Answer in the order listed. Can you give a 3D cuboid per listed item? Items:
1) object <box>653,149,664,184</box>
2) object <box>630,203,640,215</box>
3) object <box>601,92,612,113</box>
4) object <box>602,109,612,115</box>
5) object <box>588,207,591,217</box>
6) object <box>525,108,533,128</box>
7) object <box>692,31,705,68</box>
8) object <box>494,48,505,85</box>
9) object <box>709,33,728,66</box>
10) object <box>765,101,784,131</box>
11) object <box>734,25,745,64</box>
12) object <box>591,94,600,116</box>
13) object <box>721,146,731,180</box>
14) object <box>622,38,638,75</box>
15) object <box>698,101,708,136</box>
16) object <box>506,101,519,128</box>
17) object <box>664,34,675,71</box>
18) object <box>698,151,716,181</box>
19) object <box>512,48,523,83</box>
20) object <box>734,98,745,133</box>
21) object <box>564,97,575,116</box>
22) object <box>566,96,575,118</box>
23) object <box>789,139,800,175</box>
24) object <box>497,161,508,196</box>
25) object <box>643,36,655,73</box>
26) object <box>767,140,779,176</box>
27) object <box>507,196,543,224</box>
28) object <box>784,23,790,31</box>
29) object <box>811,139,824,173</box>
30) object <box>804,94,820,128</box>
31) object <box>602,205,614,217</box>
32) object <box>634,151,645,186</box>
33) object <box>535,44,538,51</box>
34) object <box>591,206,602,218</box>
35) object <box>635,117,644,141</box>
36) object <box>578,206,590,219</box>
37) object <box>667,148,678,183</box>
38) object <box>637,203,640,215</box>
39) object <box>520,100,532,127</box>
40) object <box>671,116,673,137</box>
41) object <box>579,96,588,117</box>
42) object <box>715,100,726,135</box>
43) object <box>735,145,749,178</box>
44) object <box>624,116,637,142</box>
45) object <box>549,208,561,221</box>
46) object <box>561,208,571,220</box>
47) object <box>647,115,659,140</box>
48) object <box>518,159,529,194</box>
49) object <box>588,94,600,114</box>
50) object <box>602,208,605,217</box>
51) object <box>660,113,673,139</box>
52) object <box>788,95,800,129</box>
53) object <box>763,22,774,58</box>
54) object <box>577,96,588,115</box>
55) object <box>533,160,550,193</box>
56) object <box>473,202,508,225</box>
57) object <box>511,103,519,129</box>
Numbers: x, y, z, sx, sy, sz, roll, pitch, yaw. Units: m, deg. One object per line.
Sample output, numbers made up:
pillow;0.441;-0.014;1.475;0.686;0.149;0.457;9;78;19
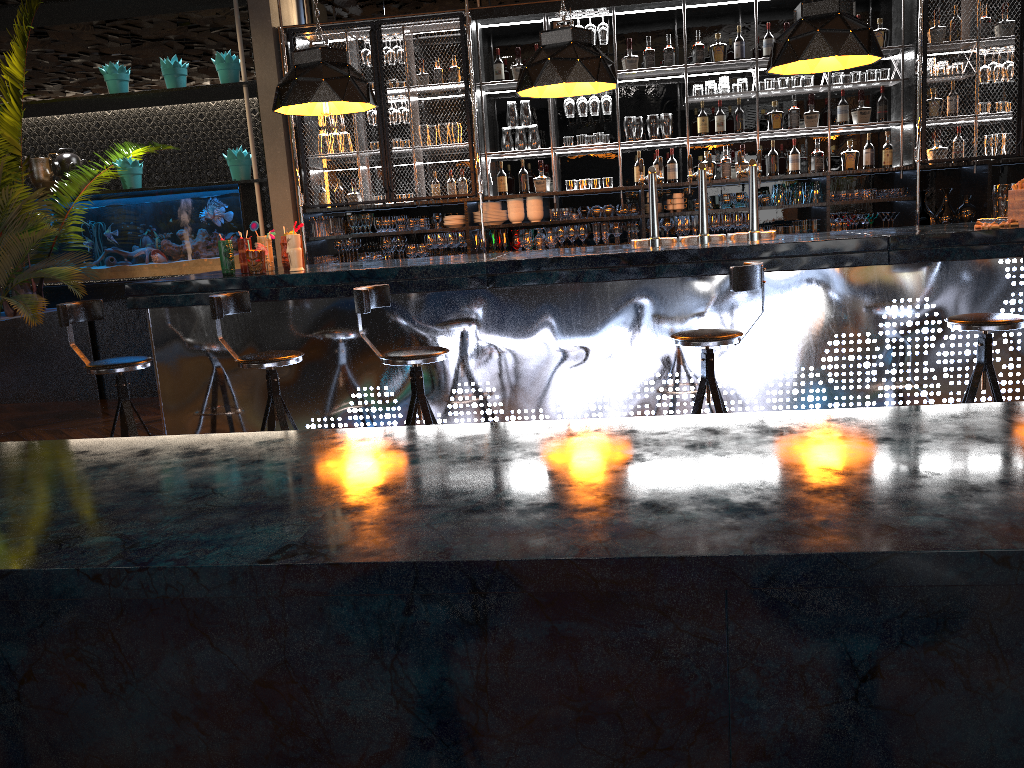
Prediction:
object;1.247;-1.852;7.577;0.086;0.298;0.086;-11;13;-33
object;1.030;-1.477;7.502;0.095;0.096;0.095;2;12;31
object;0.786;-2.396;7.401;0.092;0.244;0.092;-10;12;-31
object;0.805;-2.427;7.561;0.092;0.244;0.092;-10;12;-31
object;0.630;-1.487;7.697;0.109;0.100;0.109;-6;11;-9
object;0.124;-2.332;7.676;0.105;0.209;0.105;-12;13;-37
object;1.542;-2.770;7.334;0.083;0.282;0.083;-5;11;-8
object;-0.113;-2.709;7.571;0.086;0.298;0.086;-11;13;-33
object;1.702;-2.760;7.316;0.151;0.248;0.094;-2;11;11
object;2.183;-2.220;7.364;0.151;0.248;0.094;-5;10;-4
object;1.872;-2.795;7.304;0.086;0.298;0.086;-11;13;-33
object;0.702;-2.423;7.574;0.092;0.244;0.092;-10;12;-31
object;1.803;-1.863;7.478;0.083;0.282;0.083;-3;11;7
object;0.985;-2.736;7.407;0.123;0.279;0.123;-5;10;-4
object;1.601;-2.219;7.439;0.086;0.299;0.086;-11;13;-33
object;0.001;-2.308;7.592;0.105;0.209;0.105;-12;13;-37
object;1.306;-2.753;7.365;0.083;0.282;0.083;0;11;22
object;1.651;-1.838;7.500;0.151;0.248;0.094;-5;10;-4
object;0.060;-2.698;7.507;0.123;0.279;0.123;-5;10;-4
object;1.895;-2.233;7.399;0.086;0.297;0.086;-11;13;-33
object;0.476;-2.382;7.440;0.092;0.244;0.092;-10;12;-31
object;0.495;-2.413;7.600;0.092;0.244;0.092;-10;12;-31
object;2.362;-1.897;7.414;0.086;0.298;0.086;-11;13;-33
object;-0.087;-1.785;7.720;0.086;0.299;0.086;-11;13;-33
object;1.141;-2.746;7.385;0.083;0.282;0.083;-5;11;-8
object;2.179;-1.883;7.405;0.086;0.297;0.086;5;14;40
object;0.114;-1.496;7.615;0.309;0.216;0.149;-3;10;5
object;2.242;-2.797;7.233;0.123;0.279;0.123;-5;10;-4
object;2.543;-1.896;7.385;0.083;0.282;0.083;-5;11;-8
object;2.470;-2.246;7.312;0.123;0.279;0.123;0;11;21
object;0.812;-1.457;7.467;0.093;0.099;0.093;1;12;26
object;1.088;-1.839;7.573;0.086;0.299;0.086;-11;13;-33
object;0.215;-2.719;7.502;0.086;0.299;0.086;-11;13;-33
object;0.717;-1.461;7.526;0.093;0.099;0.093;1;11;24
object;1.071;-2.163;7.560;0.105;0.209;0.105;-12;13;-37
object;0.612;-1.457;7.543;0.109;0.100;0.109;-6;11;-9
object;1.362;-1.852;7.540;0.086;0.298;0.086;-11;13;-33
object;1.047;-1.497;7.605;0.095;0.096;0.095;-13;14;-41
object;0.118;-2.315;7.587;0.105;0.209;0.105;-12;13;-37
object;1.317;-2.173;7.525;0.105;0.209;0.105;-12;13;-37
object;0.604;-2.418;7.587;0.092;0.244;0.092;-10;12;-31
object;1.748;-2.232;7.446;0.086;0.298;0.086;-11;13;-33
object;1.939;-1.864;7.448;0.123;0.279;0.123;0;11;21
object;0.995;-2.138;7.456;0.105;0.209;0.105;-12;13;-37
object;0.367;-1.434;7.514;0.100;0.100;0.089;-2;11;12
object;0.455;-1.449;7.558;0.089;0.100;0.100;6;14;43
object;1.188;-2.152;7.458;0.105;0.209;0.105;-12;13;-37
object;0.099;-1.789;7.666;0.086;0.297;0.086;5;14;40
object;0.684;-2.392;7.414;0.092;0.244;0.092;-10;12;-31
object;0.820;-1.476;7.570;0.093;0.099;0.093;-8;11;-21
object;1.293;-2.152;7.421;0.105;0.209;0.105;-12;13;-37
object;2.334;-2.244;7.343;0.083;0.282;0.083;-3;11;7
object;2.104;-2.805;7.269;0.086;0.298;0.086;-11;13;-33
object;0.585;-2.387;7.426;0.092;0.244;0.092;-10;12;-31
object;0.257;-1.788;7.659;0.123;0.279;0.123;0;11;21
object;-0.188;-1.477;7.688;0.306;0.195;0.300;-2;11;8
object;0.009;-2.329;7.702;0.105;0.209;0.105;-12;13;-37
